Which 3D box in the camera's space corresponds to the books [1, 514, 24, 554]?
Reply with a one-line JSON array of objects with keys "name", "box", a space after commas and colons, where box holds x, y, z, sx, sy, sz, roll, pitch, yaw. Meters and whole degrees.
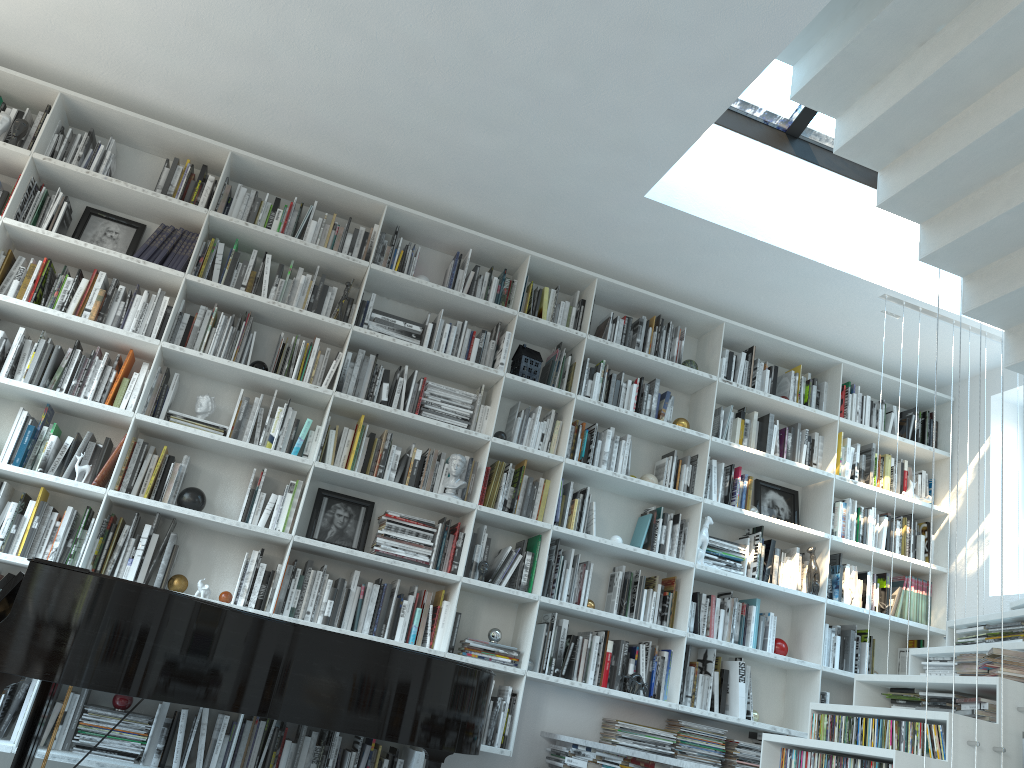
[{"name": "books", "box": [-2.218, 0.684, 3.965, 0.029, 0.181, 0.190, 17, -21, -14]}]

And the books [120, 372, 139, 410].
[{"name": "books", "box": [-1.856, 0.067, 4.298, 0.031, 0.222, 0.145, 17, -21, -14]}]

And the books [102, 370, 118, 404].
[{"name": "books", "box": [-1.937, 0.051, 4.270, 0.013, 0.202, 0.162, 17, -21, -14]}]

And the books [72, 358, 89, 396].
[{"name": "books", "box": [-2.063, 0.002, 4.246, 0.013, 0.227, 0.152, 17, -21, -14]}]

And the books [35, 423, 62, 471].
[{"name": "books", "box": [-2.147, 0.318, 4.105, 0.011, 0.249, 0.172, 17, -21, -14]}]

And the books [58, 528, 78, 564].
[{"name": "books", "box": [-2.012, 0.755, 4.037, 0.041, 0.181, 0.142, 17, -21, -14]}]

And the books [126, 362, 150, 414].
[{"name": "books", "box": [-1.824, 0.048, 4.320, 0.027, 0.285, 0.148, 17, -21, -14]}]

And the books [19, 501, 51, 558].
[{"name": "books", "box": [-2.142, 0.669, 3.996, 0.028, 0.259, 0.181, 17, -21, -14]}]

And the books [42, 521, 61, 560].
[{"name": "books", "box": [-2.083, 0.728, 4.024, 0.023, 0.193, 0.140, 17, -21, -14]}]

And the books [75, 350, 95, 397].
[{"name": "books", "box": [-2.046, -0.016, 4.252, 0.012, 0.271, 0.146, 17, -21, -14]}]

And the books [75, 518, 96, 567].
[{"name": "books", "box": [-1.944, 0.742, 4.051, 0.010, 0.239, 0.175, 17, -21, -14]}]

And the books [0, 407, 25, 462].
[{"name": "books", "box": [-2.294, 0.259, 4.080, 0.012, 0.284, 0.160, 17, -21, -14]}]

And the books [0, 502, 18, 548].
[{"name": "books", "box": [-2.255, 0.653, 3.973, 0.027, 0.229, 0.159, 17, -21, -14]}]

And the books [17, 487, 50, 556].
[{"name": "books", "box": [-2.162, 0.636, 4.008, 0.021, 0.321, 0.172, 17, -21, -14]}]

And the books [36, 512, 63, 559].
[{"name": "books", "box": [-2.101, 0.704, 4.022, 0.025, 0.228, 0.153, 17, -21, -14]}]

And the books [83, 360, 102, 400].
[{"name": "books", "box": [-2.016, 0.015, 4.276, 0.028, 0.241, 0.132, 17, -21, -14]}]

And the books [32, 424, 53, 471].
[{"name": "books", "box": [-2.168, 0.319, 4.118, 0.022, 0.248, 0.129, 17, -21, -14]}]

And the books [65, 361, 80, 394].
[{"name": "books", "box": [-2.094, 0.005, 4.237, 0.021, 0.204, 0.130, 17, -21, -14]}]

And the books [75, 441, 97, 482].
[{"name": "books", "box": [-1.984, 0.388, 4.140, 0.030, 0.207, 0.173, 17, -21, -14]}]

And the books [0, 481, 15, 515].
[{"name": "books", "box": [-2.307, 0.600, 3.969, 0.012, 0.305, 0.190, 17, -21, -14]}]

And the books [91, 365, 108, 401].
[{"name": "books", "box": [-1.982, 0.032, 4.266, 0.012, 0.216, 0.160, 17, -21, -14]}]

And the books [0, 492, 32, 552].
[{"name": "books", "box": [-2.231, 0.635, 3.986, 0.014, 0.281, 0.150, 17, -21, -14]}]

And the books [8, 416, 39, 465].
[{"name": "books", "box": [-2.257, 0.287, 4.092, 0.031, 0.254, 0.143, 17, -21, -14]}]

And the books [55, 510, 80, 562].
[{"name": "books", "box": [-2.029, 0.711, 4.045, 0.013, 0.259, 0.143, 17, -21, -14]}]

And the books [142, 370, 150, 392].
[{"name": "books", "box": [-1.797, 0.071, 4.324, 0.036, 0.256, 0.123, 17, -21, -14]}]

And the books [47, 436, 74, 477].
[{"name": "books", "box": [-2.099, 0.358, 4.133, 0.056, 0.213, 0.143, 17, -21, -14]}]

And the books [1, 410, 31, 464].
[{"name": "books", "box": [-2.278, 0.269, 4.082, 0.024, 0.272, 0.151, 17, -21, -14]}]

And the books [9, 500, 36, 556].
[{"name": "books", "box": [-2.189, 0.662, 3.994, 0.026, 0.253, 0.177, 17, -21, -14]}]

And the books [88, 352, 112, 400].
[{"name": "books", "box": [-1.984, -0.002, 4.260, 0.015, 0.274, 0.157, 17, -21, -14]}]

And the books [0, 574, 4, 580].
[{"name": "books", "box": [-2.292, 0.973, 3.861, 0.012, 0.294, 0.177, 17, -21, -14]}]

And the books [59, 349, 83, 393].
[{"name": "books", "box": [-2.108, -0.025, 4.241, 0.021, 0.255, 0.156, 17, -21, -14]}]

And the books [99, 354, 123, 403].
[{"name": "books", "box": [-1.946, 0.010, 4.295, 0.015, 0.291, 0.144, 17, -21, -14]}]

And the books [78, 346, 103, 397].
[{"name": "books", "box": [-2.037, -0.023, 4.275, 0.011, 0.303, 0.130, 17, -21, -14]}]

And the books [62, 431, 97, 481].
[{"name": "books", "box": [-2.024, 0.355, 4.144, 0.060, 0.254, 0.159, 17, -21, -14]}]

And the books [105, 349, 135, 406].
[{"name": "books", "box": [-1.903, 0.002, 4.297, 0.035, 0.324, 0.170, 17, -21, -14]}]

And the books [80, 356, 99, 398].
[{"name": "books", "box": [-2.031, 0.003, 4.264, 0.011, 0.250, 0.139, 17, -21, -14]}]

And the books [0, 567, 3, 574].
[{"name": "books", "box": [-2.299, 0.953, 3.856, 0.014, 0.324, 0.171, 17, -21, -14]}]

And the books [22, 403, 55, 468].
[{"name": "books", "box": [-2.204, 0.266, 4.122, 0.011, 0.334, 0.154, 17, -21, -14]}]

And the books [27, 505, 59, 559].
[{"name": "books", "box": [-2.119, 0.684, 4.005, 0.028, 0.248, 0.159, 17, -21, -14]}]

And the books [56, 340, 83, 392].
[{"name": "books", "box": [-2.117, -0.053, 4.235, 0.013, 0.298, 0.152, 17, -21, -14]}]

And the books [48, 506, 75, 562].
[{"name": "books", "box": [-2.039, 0.699, 4.024, 0.021, 0.264, 0.186, 17, -21, -14]}]

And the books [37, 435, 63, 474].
[{"name": "books", "box": [-2.130, 0.347, 4.088, 0.029, 0.189, 0.189, 17, -21, -14]}]

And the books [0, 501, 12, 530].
[{"name": "books", "box": [-2.294, 0.648, 3.980, 0.045, 0.229, 0.138, 17, -21, -14]}]

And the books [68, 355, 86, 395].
[{"name": "books", "box": [-2.071, -0.006, 4.233, 0.013, 0.228, 0.177, 17, -21, -14]}]

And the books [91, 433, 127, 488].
[{"name": "books", "box": [-1.872, 0.379, 4.153, 0.082, 0.275, 0.229, 17, -21, -14]}]

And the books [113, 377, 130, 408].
[{"name": "books", "box": [-1.887, 0.077, 4.284, 0.030, 0.182, 0.152, 17, -21, -14]}]

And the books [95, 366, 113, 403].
[{"name": "books", "box": [-1.968, 0.037, 4.274, 0.021, 0.220, 0.149, 17, -21, -14]}]

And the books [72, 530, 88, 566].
[{"name": "books", "box": [-1.973, 0.769, 4.061, 0.023, 0.186, 0.130, 17, -21, -14]}]

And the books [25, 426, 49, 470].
[{"name": "books", "box": [-2.196, 0.321, 4.114, 0.031, 0.230, 0.148, 17, -21, -14]}]

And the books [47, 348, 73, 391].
[{"name": "books", "box": [-2.154, -0.036, 4.236, 0.048, 0.255, 0.142, 17, -21, -14]}]

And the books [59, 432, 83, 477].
[{"name": "books", "box": [-2.064, 0.355, 4.146, 0.013, 0.241, 0.141, 17, -21, -14]}]

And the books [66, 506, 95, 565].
[{"name": "books", "box": [-1.970, 0.709, 4.044, 0.014, 0.285, 0.180, 17, -21, -14]}]

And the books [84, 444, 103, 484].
[{"name": "books", "box": [-1.960, 0.398, 4.156, 0.027, 0.209, 0.144, 17, -21, -14]}]

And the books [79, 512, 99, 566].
[{"name": "books", "box": [-1.931, 0.735, 4.082, 0.024, 0.279, 0.136, 17, -21, -14]}]

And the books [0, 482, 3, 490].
[{"name": "books", "box": [-2.319, 0.595, 3.954, 0.019, 0.299, 0.180, 17, -21, -14]}]

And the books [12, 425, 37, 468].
[{"name": "books", "box": [-2.224, 0.309, 4.065, 0.029, 0.207, 0.190, 17, -21, -14]}]

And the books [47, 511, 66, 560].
[{"name": "books", "box": [-2.061, 0.708, 4.033, 0.010, 0.245, 0.160, 17, -21, -14]}]

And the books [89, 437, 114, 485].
[{"name": "books", "box": [-1.935, 0.387, 4.172, 0.021, 0.250, 0.154, 17, -21, -14]}]
